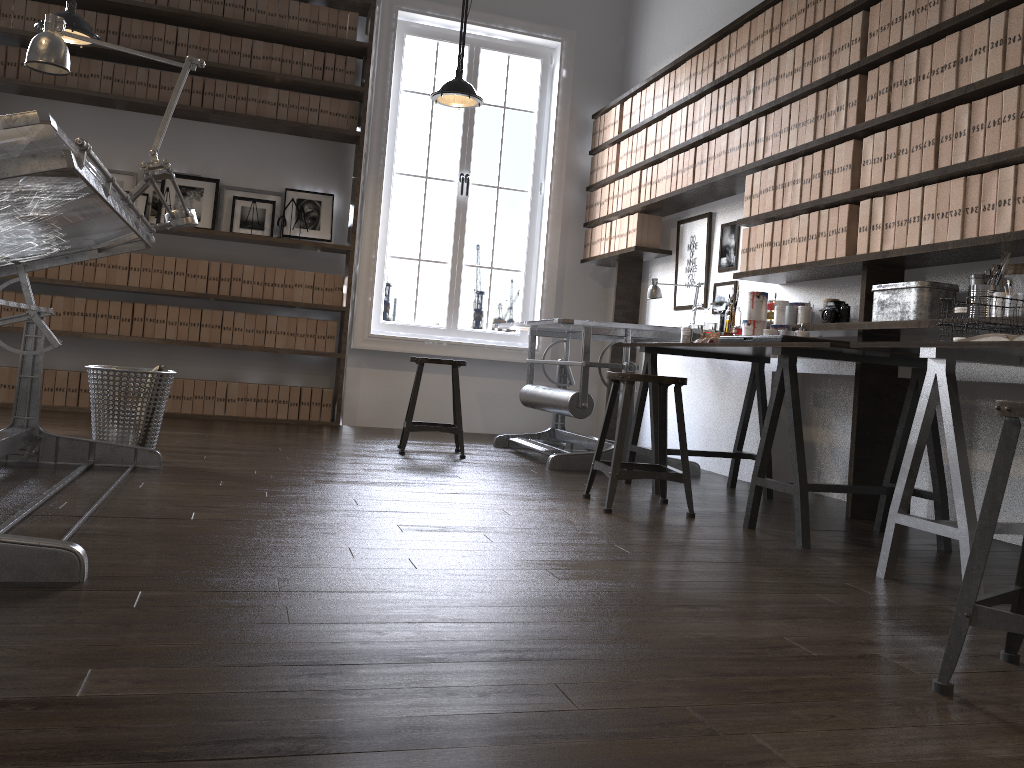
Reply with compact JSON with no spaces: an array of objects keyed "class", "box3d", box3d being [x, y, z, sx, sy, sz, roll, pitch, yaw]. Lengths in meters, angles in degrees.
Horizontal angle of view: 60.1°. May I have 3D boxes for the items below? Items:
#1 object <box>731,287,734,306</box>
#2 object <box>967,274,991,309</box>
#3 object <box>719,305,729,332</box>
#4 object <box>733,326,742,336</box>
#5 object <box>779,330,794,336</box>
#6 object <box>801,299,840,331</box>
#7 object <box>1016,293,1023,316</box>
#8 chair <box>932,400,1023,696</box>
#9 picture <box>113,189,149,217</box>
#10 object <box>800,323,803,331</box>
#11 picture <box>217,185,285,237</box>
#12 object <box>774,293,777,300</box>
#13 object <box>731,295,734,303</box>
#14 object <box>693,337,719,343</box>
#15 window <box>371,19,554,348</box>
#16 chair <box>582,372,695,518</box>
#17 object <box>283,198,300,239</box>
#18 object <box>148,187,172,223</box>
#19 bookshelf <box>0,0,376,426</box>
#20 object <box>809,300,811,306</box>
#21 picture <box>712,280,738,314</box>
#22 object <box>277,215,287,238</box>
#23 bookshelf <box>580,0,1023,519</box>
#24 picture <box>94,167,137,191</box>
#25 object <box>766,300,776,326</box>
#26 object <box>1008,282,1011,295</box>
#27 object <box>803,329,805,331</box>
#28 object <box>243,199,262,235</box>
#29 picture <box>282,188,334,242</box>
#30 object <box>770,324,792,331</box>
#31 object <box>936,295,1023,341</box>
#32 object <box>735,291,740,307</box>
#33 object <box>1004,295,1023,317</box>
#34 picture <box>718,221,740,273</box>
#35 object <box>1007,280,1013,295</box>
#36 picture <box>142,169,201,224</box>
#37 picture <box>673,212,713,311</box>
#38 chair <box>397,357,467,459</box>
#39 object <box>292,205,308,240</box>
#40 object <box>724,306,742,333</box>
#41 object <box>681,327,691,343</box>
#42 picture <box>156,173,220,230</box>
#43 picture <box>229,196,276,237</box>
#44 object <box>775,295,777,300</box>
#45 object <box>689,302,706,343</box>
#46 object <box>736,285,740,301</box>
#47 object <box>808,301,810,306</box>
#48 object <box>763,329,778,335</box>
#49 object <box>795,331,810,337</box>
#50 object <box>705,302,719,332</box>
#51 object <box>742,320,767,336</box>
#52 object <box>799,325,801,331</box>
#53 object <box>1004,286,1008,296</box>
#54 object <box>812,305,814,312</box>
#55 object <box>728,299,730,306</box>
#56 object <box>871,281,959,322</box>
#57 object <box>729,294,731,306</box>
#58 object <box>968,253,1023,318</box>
[{"class":"object","box3d":[1.033,-0.348,4.166,0.007,0.214,0.055,4,-2,18]},{"class":"object","box3d":[1.707,-0.303,3.235,0.078,0.188,0.079,6,-2,-38]},{"class":"object","box3d":[1.056,-0.272,4.367,0.068,0.230,0.069,5,-2,-20]},{"class":"object","box3d":[1.028,-0.206,4.033,0.049,0.112,0.049,5,-1,-20]},{"class":"object","box3d":[1.187,-0.185,3.838,0.063,0.093,0.063,4,-1,32]},{"class":"object","box3d":[1.388,-0.303,3.955,0.107,0.162,0.235,4,0,39]},{"class":"object","box3d":[1.720,-0.255,2.966,0.063,0.093,0.063,4,-1,35]},{"class":"chair","box3d":[1.009,0.305,1.550,0.357,0.529,0.372,5,-1,-43]},{"class":"picture","box3d":[-2.587,-1.179,5.878,0.299,0.229,0.144,5,-1,-17]},{"class":"object","box3d":[1.257,-0.200,3.872,0.004,0.134,0.029,5,-2,-21]},{"class":"picture","box3d":[-1.821,-1.190,6.189,0.433,0.362,0.095,5,-2,-17]},{"class":"object","box3d":[1.309,-0.368,4.441,0.033,0.184,0.005,5,-2,-23]},{"class":"object","box3d":[1.030,-0.333,4.186,0.022,0.180,0.005,4,-2,7]},{"class":"object","box3d":[0.878,-0.186,4.006,0.132,0.050,0.197,5,1,12]},{"class":"window","box3d":[-0.361,-1.439,6.523,1.243,2.313,0.153,5,-2,-17]},{"class":"chair","box3d":[0.507,0.227,3.460,0.358,0.529,0.371,5,-1,-8]},{"class":"object","box3d":[-1.524,-1.137,6.108,0.118,0.305,0.040,5,-2,-17]},{"class":"object","box3d":[-2.312,-1.174,5.848,0.174,0.260,0.040,5,-2,-17]},{"class":"bookshelf","box3d":[-2.339,-0.937,5.999,2.470,3.729,0.412,5,-2,-17]},{"class":"object","box3d":[1.377,-0.325,4.108,0.004,0.134,0.029,4,-2,5]},{"class":"picture","box3d":[1.222,-0.494,5.077,0.023,0.184,0.251,5,0,-17]},{"class":"object","box3d":[-1.576,-1.070,6.054,0.066,0.166,0.040,5,-2,-17]},{"class":"bookshelf","box3d":[1.974,-0.259,2.259,0.373,3.210,9.183,5,1,-17]},{"class":"picture","box3d":[-2.745,-1.262,5.911,0.415,0.366,0.083,5,-2,-17]},{"class":"object","box3d":[1.282,-0.341,4.364,0.051,0.140,0.050,5,-2,-19]},{"class":"object","box3d":[1.652,-0.277,2.936,0.004,0.127,0.028,5,-2,-19]},{"class":"object","box3d":[1.268,-0.191,3.885,0.004,0.103,0.035,5,-2,-24]},{"class":"object","box3d":[-1.764,-1.132,6.026,0.124,0.260,0.040,5,-2,-17]},{"class":"picture","box3d":[-1.442,-1.196,6.273,0.342,0.365,0.161,5,-1,-17]},{"class":"object","box3d":[1.201,-0.199,3.965,0.094,0.128,0.095,5,-1,-13]},{"class":"object","box3d":[1.457,-0.169,2.661,0.283,0.161,0.204,4,0,-17]},{"class":"object","box3d":[1.048,-0.341,4.166,0.006,0.193,0.055,5,-2,-18]},{"class":"object","box3d":[1.716,-0.251,2.920,0.181,0.093,0.062,5,-1,-3]},{"class":"picture","box3d":[1.249,-0.786,5.078,0.022,0.285,0.201,5,-1,-18]},{"class":"object","box3d":[1.658,-0.284,2.934,0.008,0.125,0.041,6,-2,-28]},{"class":"picture","box3d":[-2.334,-1.252,6.038,0.369,0.406,0.091,5,-2,-17]},{"class":"picture","box3d":[1.114,-0.747,5.472,0.040,0.575,0.415,5,-1,-17]},{"class":"chair","box3d":[-0.425,0.125,4.861,0.358,0.529,0.371,5,-1,-8]},{"class":"object","box3d":[-1.467,-1.112,6.153,0.110,0.262,0.040,5,-2,-17]},{"class":"object","box3d":[1.175,-0.300,4.162,0.345,0.146,0.077,5,-1,6]},{"class":"object","box3d":[0.869,-0.226,4.383,0.068,0.104,0.068,5,-1,-12]},{"class":"picture","box3d":[-2.200,-1.234,6.024,0.373,0.392,0.149,5,-1,-17]},{"class":"picture","box3d":[-1.800,-1.153,6.152,0.289,0.291,0.127,5,-1,-17]},{"class":"object","box3d":[1.303,-0.369,4.433,0.041,0.163,0.005,5,-2,-24]},{"class":"object","box3d":[0.907,-0.284,4.322,0.068,0.230,0.069,5,-2,-20]},{"class":"object","box3d":[1.055,-0.354,4.177,0.021,0.228,0.007,5,-2,-5]},{"class":"object","box3d":[1.373,-0.326,4.117,0.005,0.118,0.036,4,-2,4]},{"class":"object","box3d":[1.129,-0.190,3.879,0.062,0.094,0.061,4,-1,23]},{"class":"object","box3d":[1.246,-0.179,3.808,0.062,0.094,0.061,4,-1,32]},{"class":"object","box3d":[0.975,-0.282,4.343,0.068,0.238,0.069,5,-2,-20]},{"class":"object","box3d":[1.086,-0.214,3.981,0.104,0.142,0.105,5,-1,-24]},{"class":"object","box3d":[1.250,-0.201,3.878,0.005,0.118,0.036,5,-2,-22]},{"class":"object","box3d":[1.639,-0.273,2.925,0.004,0.103,0.035,5,-2,-21]},{"class":"object","box3d":[1.392,-0.316,4.114,0.004,0.103,0.035,5,-2,2]},{"class":"object","box3d":[1.029,-0.323,4.175,0.037,0.154,0.005,5,-2,-21]},{"class":"object","box3d":[1.555,-0.307,3.434,0.192,0.152,0.317,5,1,-17]},{"class":"object","box3d":[1.038,-0.335,4.183,0.008,0.186,0.071,5,-2,-16]},{"class":"object","box3d":[1.677,-0.350,3.078,0.156,0.272,0.181,5,-1,-33]}]
